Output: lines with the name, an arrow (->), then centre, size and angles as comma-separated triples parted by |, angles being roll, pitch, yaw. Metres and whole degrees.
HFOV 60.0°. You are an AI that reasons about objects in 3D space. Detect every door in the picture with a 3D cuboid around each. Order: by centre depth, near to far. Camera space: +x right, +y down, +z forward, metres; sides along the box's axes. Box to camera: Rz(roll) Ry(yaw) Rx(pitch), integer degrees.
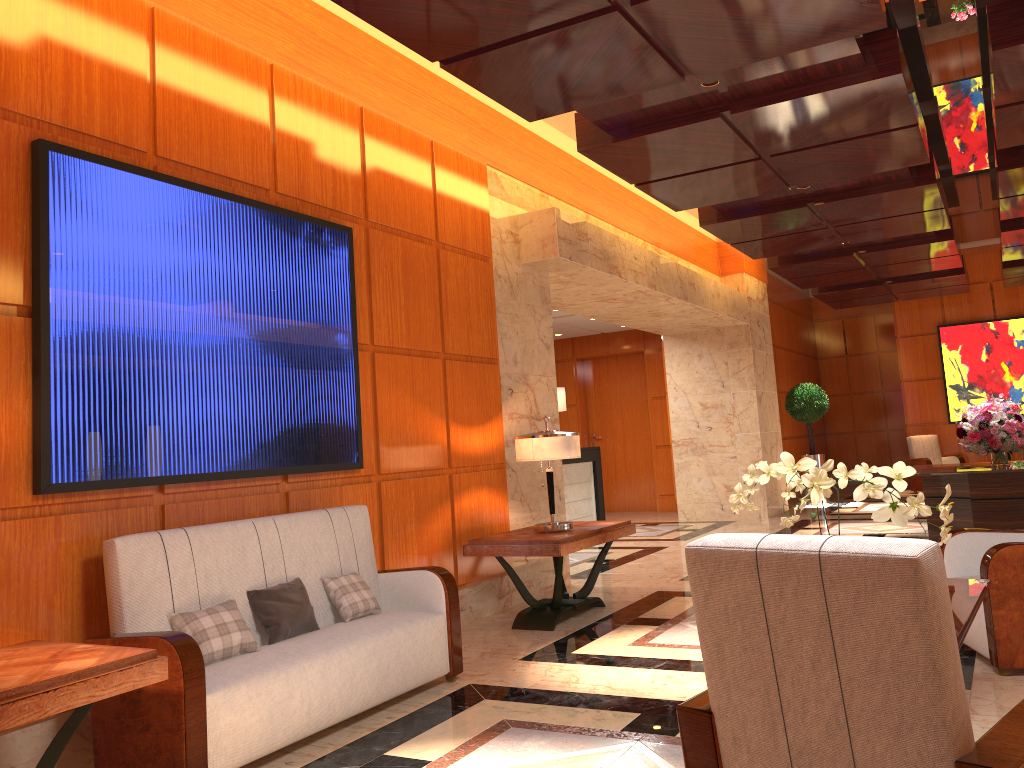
door -> 1.833, 0.837, 15.146 | 1.283, 2.708, 0.340 | -7, -7, 29

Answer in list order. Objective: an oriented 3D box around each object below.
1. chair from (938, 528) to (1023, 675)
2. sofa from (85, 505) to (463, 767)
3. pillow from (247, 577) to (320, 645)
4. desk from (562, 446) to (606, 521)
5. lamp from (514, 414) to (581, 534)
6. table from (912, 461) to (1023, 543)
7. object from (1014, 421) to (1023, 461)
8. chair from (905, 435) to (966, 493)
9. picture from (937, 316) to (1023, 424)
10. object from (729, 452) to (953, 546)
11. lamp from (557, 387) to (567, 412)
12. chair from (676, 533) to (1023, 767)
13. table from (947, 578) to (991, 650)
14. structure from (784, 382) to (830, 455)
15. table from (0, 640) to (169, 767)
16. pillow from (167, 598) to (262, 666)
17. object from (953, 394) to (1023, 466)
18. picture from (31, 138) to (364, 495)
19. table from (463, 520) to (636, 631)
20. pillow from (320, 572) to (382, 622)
chair -> 2.547, 0.863, 4.425 | 0.628, 0.965, 0.735 | -5, -6, 8
sofa -> -0.983, 1.083, 4.079 | 0.611, 0.936, 1.795 | -7, -6, 29
pillow -> -1.055, 1.050, 4.099 | 0.160, 0.254, 0.357 | -7, -6, 26
desk -> 0.130, 1.426, 11.109 | 0.939, 1.146, 2.920 | -7, -5, 29
lamp -> 0.262, 0.614, 6.142 | 0.457, 0.813, 0.458 | -8, -8, 38
table -> 4.532, 1.123, 8.149 | 1.597, 0.748, 1.597 | -6, -5, 29
object -> 7.261, 0.814, 12.684 | 0.326, 0.598, 0.349 | 1, -8, -41
chair -> 7.152, 1.342, 14.997 | 0.738, 0.965, 0.626 | -3, -6, -12
picture -> 8.455, -0.258, 15.125 | 1.992, 1.744, 0.056 | -7, -7, 29
object -> 1.235, 0.553, 3.341 | 0.788, 0.620, 0.416 | -4, -6, 6
lamp -> 0.556, 0.471, 11.946 | 0.372, 0.824, 0.371 | 1, -8, -36
chair -> 0.830, 0.794, 1.974 | 0.628, 0.965, 0.735 | 1, -8, -42
table -> 1.379, 1.106, 3.354 | 0.721, 0.498, 1.557 | -7, -5, 32
structure -> 4.849, 0.816, 14.422 | 0.721, 1.720, 0.719 | -5, -6, 7
table -> -1.749, 1.194, 2.541 | 0.724, 0.609, 1.268 | -7, -5, 29
pillow -> -1.242, 1.042, 3.707 | 0.194, 0.228, 0.343 | -7, -6, 34
object -> 4.478, 0.422, 8.212 | 0.649, 0.661, 0.678 | -6, -6, 20
picture -> -1.432, -0.254, 4.443 | 0.056, 1.458, 1.993 | -7, -6, 29
table -> 0.315, 1.330, 6.213 | 0.724, 0.609, 1.268 | -7, -5, 29
pillow -> -0.805, 1.076, 4.470 | 0.202, 0.231, 0.273 | -7, -6, 31
